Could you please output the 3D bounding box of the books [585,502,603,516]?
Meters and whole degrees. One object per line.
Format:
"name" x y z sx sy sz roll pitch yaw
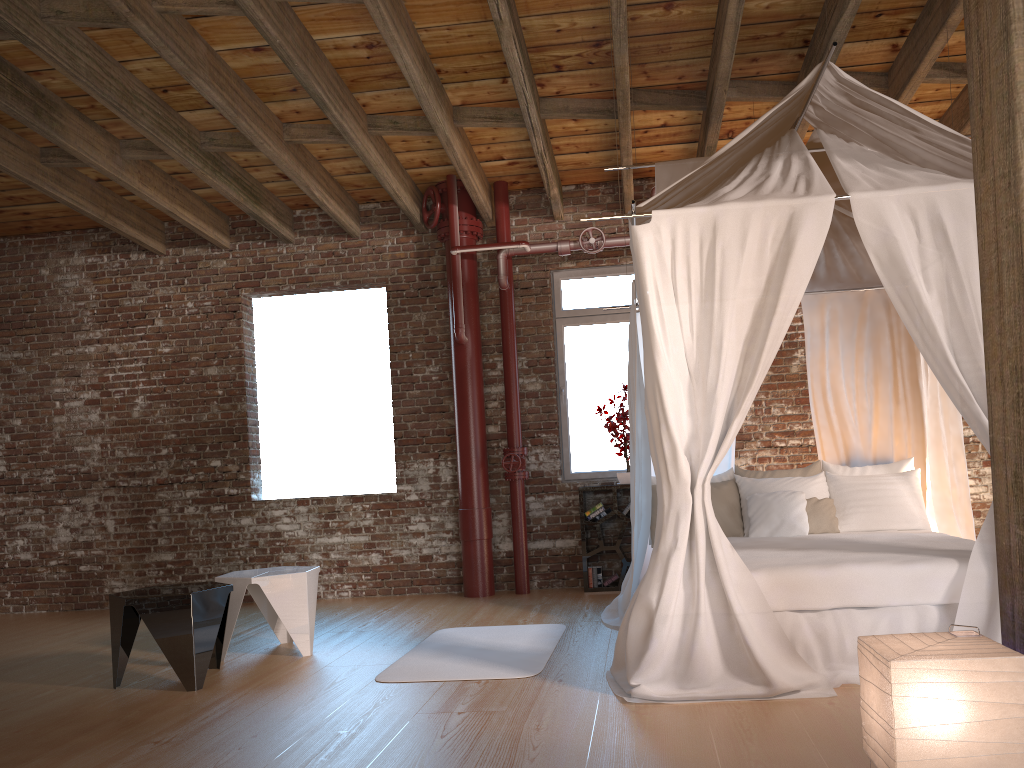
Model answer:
"books" 0.665 1.014 7.148 0.151 0.109 0.136 -4 -4 7

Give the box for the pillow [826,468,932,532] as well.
"pillow" 2.361 0.763 5.682 0.618 0.432 0.298 -4 -2 7

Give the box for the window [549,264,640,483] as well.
"window" 1.002 -0.108 7.442 1.323 1.847 0.170 -4 -1 6

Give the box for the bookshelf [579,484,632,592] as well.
"bookshelf" 0.996 1.236 7.185 0.842 0.844 0.298 -4 -1 6

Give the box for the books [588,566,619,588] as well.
"books" 0.744 1.557 7.137 0.245 0.159 0.136 -4 -3 6

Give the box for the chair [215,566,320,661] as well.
"chair" -1.446 1.371 5.291 0.629 0.489 0.526 -1 -4 -29

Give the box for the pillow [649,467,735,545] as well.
"pillow" 1.228 0.827 5.984 0.622 0.492 0.203 -4 -1 6

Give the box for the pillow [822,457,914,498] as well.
"pillow" 2.386 0.736 5.878 0.621 0.498 0.211 -4 -1 6

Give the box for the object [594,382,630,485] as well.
"object" 0.884 0.400 7.187 0.410 0.839 0.402 -3 -2 2

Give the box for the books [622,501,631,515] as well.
"books" 1.006 0.992 7.115 0.240 0.165 0.136 -4 -3 6

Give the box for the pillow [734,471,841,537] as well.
"pillow" 1.774 0.768 5.733 0.602 0.402 0.355 -4 -3 4

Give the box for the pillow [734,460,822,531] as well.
"pillow" 1.798 0.772 5.936 0.622 0.494 0.212 -4 -1 6

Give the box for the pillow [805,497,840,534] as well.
"pillow" 1.916 0.833 5.579 0.284 0.233 0.165 -4 -2 5

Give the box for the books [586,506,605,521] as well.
"books" 0.680 1.048 7.147 0.151 0.109 0.136 -4 -4 7

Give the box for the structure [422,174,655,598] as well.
"structure" 0.298 -0.039 7.134 1.967 3.460 0.586 -4 -1 5

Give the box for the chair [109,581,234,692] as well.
"chair" -1.776 1.324 4.636 0.548 0.489 0.604 -1 -5 -39

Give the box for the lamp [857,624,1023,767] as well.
"lamp" 1.081 0.974 1.710 0.356 0.778 1.403 -3 -5 0

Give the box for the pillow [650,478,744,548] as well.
"pillow" 1.200 0.844 5.788 0.603 0.414 0.364 -4 -3 4

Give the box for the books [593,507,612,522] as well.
"books" 0.738 1.056 7.141 0.154 0.114 0.136 -4 -4 7

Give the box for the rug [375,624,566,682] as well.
"rug" -0.173 1.501 5.002 0.845 0.007 1.464 -4 -6 8

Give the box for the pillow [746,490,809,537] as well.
"pillow" 1.672 0.823 5.568 0.377 0.291 0.220 -4 -3 15

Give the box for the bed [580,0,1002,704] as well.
"bed" 1.584 -0.539 4.909 2.456 3.877 2.718 -4 -2 7
